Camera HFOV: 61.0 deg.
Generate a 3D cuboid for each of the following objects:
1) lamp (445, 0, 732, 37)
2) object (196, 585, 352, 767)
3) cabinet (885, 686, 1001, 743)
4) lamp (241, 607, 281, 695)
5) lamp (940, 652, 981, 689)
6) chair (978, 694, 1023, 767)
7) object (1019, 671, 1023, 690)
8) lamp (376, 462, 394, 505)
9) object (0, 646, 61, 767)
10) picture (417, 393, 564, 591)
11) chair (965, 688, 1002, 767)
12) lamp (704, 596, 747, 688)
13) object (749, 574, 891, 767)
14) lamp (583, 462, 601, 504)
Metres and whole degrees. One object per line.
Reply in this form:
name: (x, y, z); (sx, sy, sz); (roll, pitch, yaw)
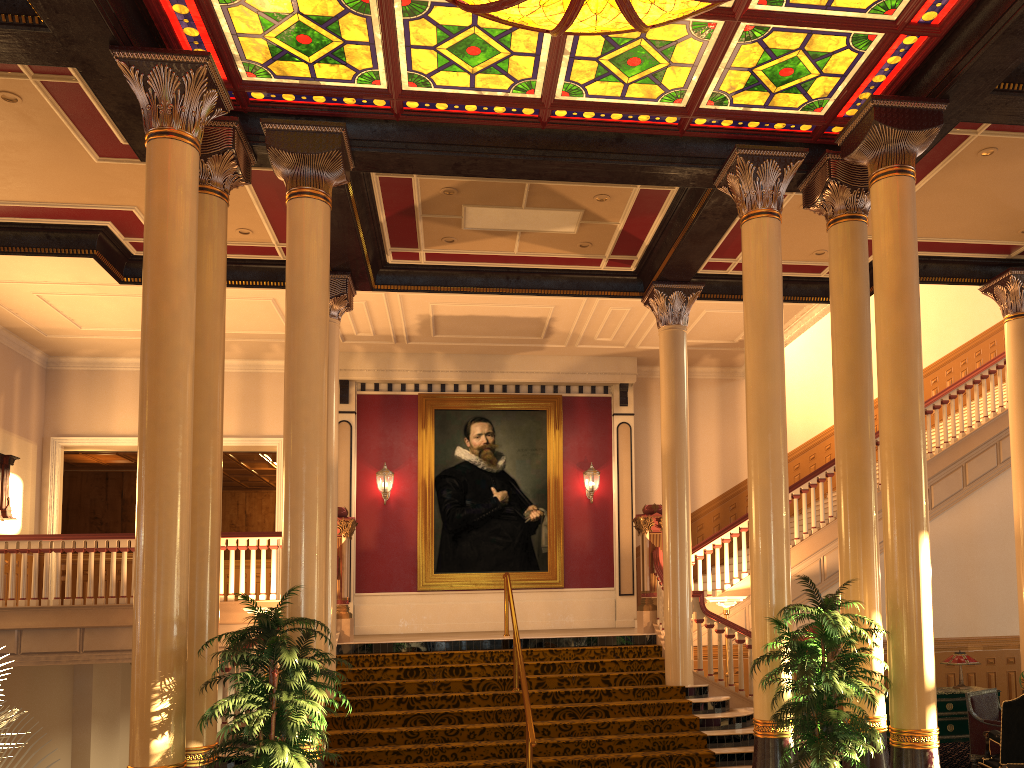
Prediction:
lamp: (0.479, -2.708, 4.845); (3.027, 0.592, 3.038); (1, -14, -8)
object: (-1.685, 2.496, 6.175); (1.104, 2.121, 1.029); (1, -7, -18)
cabinet: (4.905, 3.960, 10.004); (1.265, 0.855, 0.555); (0, -8, -8)
lamp: (-2.968, 3.699, 10.460); (0.598, 1.984, 0.571); (1, -6, -24)
lamp: (5.234, 3.339, 10.141); (0.323, 0.414, 0.321); (0, -8, -10)
chair: (4.737, 3.315, 7.929); (0.731, 1.083, 0.766); (-2, -8, 8)
object: (6.290, 3.603, 9.864); (0.966, 1.415, 1.183); (-4, -9, 22)
lamp: (-2.166, 1.708, 14.852); (0.321, 0.720, 0.398); (0, -7, -6)
object: (-1.717, 1.426, 2.252); (2.077, 2.242, 1.855); (-1, -9, -3)
picture: (-0.362, 1.869, 15.256); (2.569, 3.405, 0.055); (0, -5, -8)
chair: (5.263, 3.708, 9.161); (0.713, 0.907, 0.629); (5, -10, -36)
lamp: (2.809, 3.773, 11.310); (0.571, 1.984, 0.597); (-2, -5, 12)
object: (2.442, 2.551, 6.805); (1.046, 2.121, 1.084); (-7, -9, 42)
lamp: (1.404, 1.753, 15.372); (0.321, 0.720, 0.398); (0, -7, -6)
